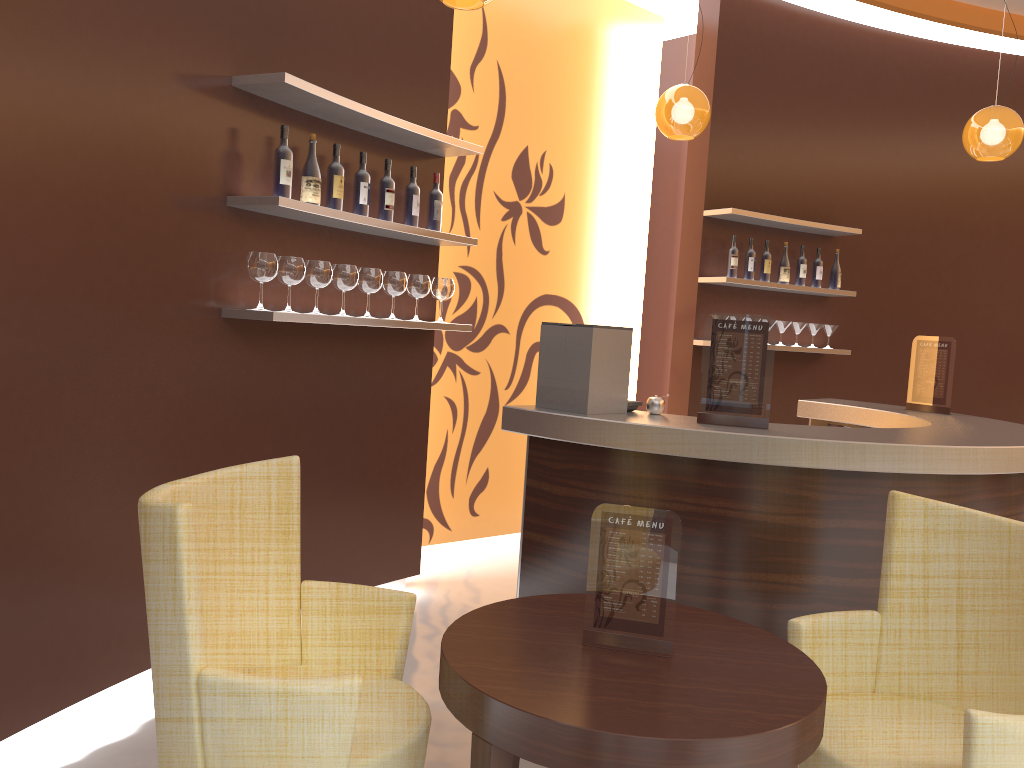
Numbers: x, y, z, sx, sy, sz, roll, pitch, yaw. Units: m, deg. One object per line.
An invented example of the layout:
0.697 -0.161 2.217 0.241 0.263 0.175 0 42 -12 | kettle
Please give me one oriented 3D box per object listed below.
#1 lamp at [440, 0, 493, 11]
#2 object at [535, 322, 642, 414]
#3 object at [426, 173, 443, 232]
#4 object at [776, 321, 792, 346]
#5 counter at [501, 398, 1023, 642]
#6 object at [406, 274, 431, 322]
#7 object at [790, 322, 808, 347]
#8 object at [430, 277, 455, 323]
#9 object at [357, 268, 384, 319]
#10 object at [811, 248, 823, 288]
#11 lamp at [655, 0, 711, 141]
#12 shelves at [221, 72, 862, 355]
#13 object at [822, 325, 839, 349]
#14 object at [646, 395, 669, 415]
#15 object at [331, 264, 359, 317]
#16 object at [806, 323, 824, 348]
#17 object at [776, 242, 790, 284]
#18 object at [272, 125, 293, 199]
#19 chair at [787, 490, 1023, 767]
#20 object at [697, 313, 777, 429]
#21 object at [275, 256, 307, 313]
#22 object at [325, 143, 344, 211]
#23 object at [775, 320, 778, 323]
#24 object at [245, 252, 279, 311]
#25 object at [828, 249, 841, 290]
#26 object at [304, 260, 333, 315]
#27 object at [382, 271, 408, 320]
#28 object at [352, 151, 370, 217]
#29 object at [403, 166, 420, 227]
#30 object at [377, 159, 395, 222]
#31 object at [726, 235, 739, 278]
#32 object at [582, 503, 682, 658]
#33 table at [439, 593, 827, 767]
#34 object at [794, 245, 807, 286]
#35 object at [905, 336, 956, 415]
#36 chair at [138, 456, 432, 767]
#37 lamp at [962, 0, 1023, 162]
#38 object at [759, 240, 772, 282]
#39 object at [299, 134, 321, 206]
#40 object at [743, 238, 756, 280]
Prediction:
-0.116 -2.046 2.979 0.299 1.500 0.299 2 4 -22 | lamp
0.331 -0.066 3.577 0.270 0.340 0.373 7 5 44 | object
-0.371 -0.867 4.275 0.073 0.297 0.073 4 4 9 | object
1.906 -0.357 6.273 0.137 0.174 0.137 2 4 -25 | object
1.509 0.707 4.028 1.586 1.100 2.917 7 5 44 | counter
-0.453 -0.409 4.237 0.125 0.221 0.125 5 4 24 | object
2.041 -0.353 6.346 0.137 0.174 0.137 2 4 -25 | object
-0.347 -0.410 4.369 0.125 0.221 0.125 5 4 24 | object
-0.639 -0.404 3.955 0.125 0.221 0.125 5 4 24 | object
2.195 -0.829 6.371 0.073 0.297 0.073 7 5 37 | object
0.970 -2.088 4.787 0.299 1.500 0.299 5 4 17 | lamp
0.609 -0.697 5.017 4.744 0.902 0.586 0 5 -43 | shelves
2.318 -0.344 6.489 0.137 0.174 0.137 2 4 -25 | object
0.578 0.083 3.567 0.075 0.077 0.075 2 4 -32 | object
-0.723 -0.400 3.815 0.125 0.221 0.125 5 4 24 | object
2.181 -0.348 6.417 0.137 0.174 0.137 5 4 24 | object
1.912 -0.844 6.227 0.086 0.303 0.086 3 4 -17 | object
-0.885 -0.848 3.427 0.073 0.297 0.073 4 4 9 | object
1.062 0.834 2.194 0.685 1.017 0.729 2 4 -22 | chair
0.830 -0.051 3.273 0.258 0.414 0.052 5 4 13 | object
-0.886 -0.393 3.531 0.125 0.221 0.125 5 4 24 | object
-0.741 -0.857 3.720 0.073 0.297 0.073 2 4 -31 | object
1.780 -0.361 6.197 0.137 0.174 0.137 2 4 -25 | object
-0.957 -0.389 3.390 0.125 0.221 0.125 5 4 24 | object
2.353 -0.829 6.449 0.086 0.303 0.086 5 4 14 | object
-0.807 -0.397 3.675 0.125 0.221 0.125 5 4 24 | object
-0.547 -0.406 4.095 0.125 0.221 0.125 5 4 24 | object
-0.655 -0.860 3.862 0.073 0.297 0.073 4 4 9 | object
-0.467 -0.865 4.141 0.073 0.297 0.073 4 4 -3 | object
-0.565 -0.863 3.996 0.073 0.297 0.073 4 4 9 | object
1.480 -0.850 5.948 0.073 0.297 0.073 7 5 37 | object
0.279 0.451 2.063 0.209 0.335 0.042 5 4 13 | object
0.249 0.957 2.079 0.874 0.679 0.872 0 5 -44 | table
2.055 -0.834 6.298 0.073 0.297 0.073 7 5 37 | object
2.280 -0.053 4.825 0.052 0.414 0.258 2 4 -32 | object
-0.533 0.733 2.123 0.685 1.017 0.729 4 4 6 | chair
2.667 -1.977 4.804 0.299 1.500 0.299 5 4 17 | lamp
1.753 -0.843 6.128 0.073 0.297 0.073 4 4 -3 | object
-0.815 -0.859 3.596 0.086 0.303 0.086 2 4 -22 | object
1.623 -0.847 6.043 0.073 0.297 0.073 7 5 37 | object
